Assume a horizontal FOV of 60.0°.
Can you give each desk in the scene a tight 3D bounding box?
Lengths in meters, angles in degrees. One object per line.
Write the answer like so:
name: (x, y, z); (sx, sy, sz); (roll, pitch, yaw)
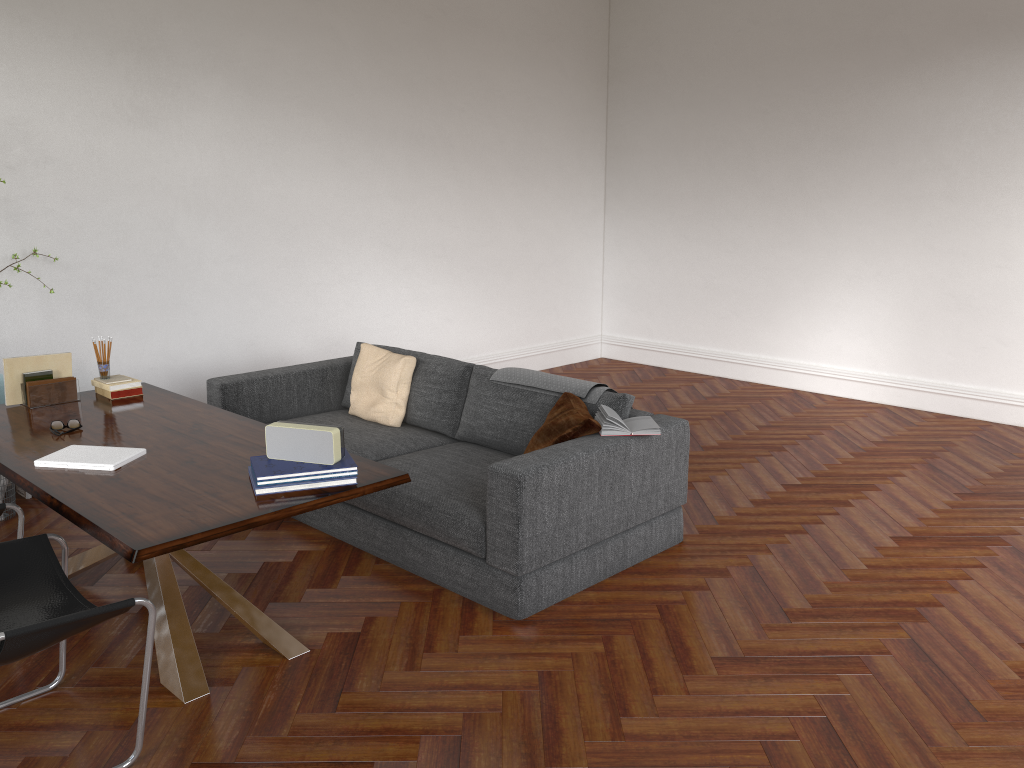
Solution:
desk: (-1.521, 0.600, 3.726); (2.221, 0.755, 1.027); (12, 17, 43)

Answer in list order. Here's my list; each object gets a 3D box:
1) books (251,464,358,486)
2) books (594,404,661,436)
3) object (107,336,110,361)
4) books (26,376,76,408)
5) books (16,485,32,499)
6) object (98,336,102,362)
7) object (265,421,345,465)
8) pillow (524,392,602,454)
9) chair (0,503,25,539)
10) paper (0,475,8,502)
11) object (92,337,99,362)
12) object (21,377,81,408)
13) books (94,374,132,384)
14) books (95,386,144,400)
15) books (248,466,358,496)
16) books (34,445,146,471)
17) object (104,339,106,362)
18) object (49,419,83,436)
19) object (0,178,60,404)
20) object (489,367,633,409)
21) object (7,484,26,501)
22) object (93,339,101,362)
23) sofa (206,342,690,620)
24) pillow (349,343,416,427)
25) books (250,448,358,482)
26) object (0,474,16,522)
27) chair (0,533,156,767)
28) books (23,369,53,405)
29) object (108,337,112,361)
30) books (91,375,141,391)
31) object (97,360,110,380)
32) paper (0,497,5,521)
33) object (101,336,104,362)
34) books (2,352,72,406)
books: (-0.747, 0.301, 3.176); (0.344, 0.017, 0.249); (-5, 13, -20)
books: (0.542, 0.167, 4.189); (0.278, 0.096, 0.223); (-1, 13, -4)
object: (-2.027, -0.143, 4.447); (0.036, 0.196, 0.008); (-9, 16, -32)
books: (-2.199, 0.038, 4.241); (0.028, 0.125, 0.220); (13, 18, 43)
books: (-2.872, 0.532, 5.210); (0.187, 0.259, 0.054); (13, 18, 43)
object: (-2.061, -0.142, 4.442); (0.008, 0.196, 0.038); (-5, 14, -19)
object: (-0.743, 0.209, 3.187); (0.275, 0.126, 0.081); (4, 14, 17)
pillow: (0.232, 0.279, 4.308); (0.330, 0.398, 0.467); (-2, 13, -8)
chair: (-2.447, 0.587, 3.510); (0.751, 0.877, 0.744); (12, 18, 43)
paper: (-2.767, 0.416, 4.883); (0.047, 0.612, 0.329); (6, 15, 24)
object: (-2.067, -0.137, 4.417); (0.032, 0.196, 0.008); (0, 14, -2)
object: (-2.237, 0.006, 4.277); (0.149, 0.167, 0.228); (12, 18, 43)
books: (-2.006, -0.024, 4.457); (0.128, 0.008, 0.159); (-12, 17, -43)
books: (-1.980, 0.029, 4.467); (0.159, 0.040, 0.215); (-12, 17, -42)
books: (-0.750, 0.325, 3.167); (0.347, 0.027, 0.263); (-5, 13, -20)
books: (-1.605, 0.280, 3.386); (0.325, 0.026, 0.230); (2, 13, 9)
object: (-2.022, -0.132, 4.406); (0.008, 0.194, 0.049); (-12, 18, -40)
object: (-1.916, 0.182, 3.763); (0.114, 0.047, 0.132); (2, 13, 7)
object: (-2.970, -0.665, 5.046); (0.353, 2.068, 0.804); (6, 15, 25)
object: (0.282, 0.123, 4.818); (0.750, 0.389, 0.399); (12, 18, 43)
object: (-3.037, 0.529, 5.156); (0.340, 0.318, 0.434); (12, 18, 43)
object: (-2.048, -0.130, 4.398); (0.008, 0.194, 0.049); (3, 14, 13)
sofa: (-0.487, 0.341, 4.944); (2.638, 0.833, 1.259); (12, 17, 43)
pillow: (-0.811, 0.005, 5.419); (0.485, 0.462, 0.225); (12, 18, 43)
books: (-0.747, 0.284, 3.172); (0.344, 0.017, 0.249); (-5, 13, -20)
object: (-2.847, 0.605, 4.847); (0.261, 0.306, 0.259); (2, 13, 9)
chair: (-1.606, 0.764, 2.712); (0.751, 0.877, 0.744); (12, 18, 43)
books: (-2.262, 0.015, 4.238); (0.040, 0.158, 0.128); (13, 18, 43)
object: (-2.017, -0.139, 4.438); (0.049, 0.194, 0.008); (-5, 15, -21)
books: (-1.990, -0.005, 4.461); (0.207, 0.029, 0.163); (11, 17, 41)
object: (-2.042, -0.071, 4.441); (0.058, 0.091, 0.058); (8, 15, 30)
paper: (-2.786, 0.518, 4.768); (0.033, 0.481, 0.073); (-2, 14, -9)
object: (-2.052, -0.142, 4.449); (0.008, 0.195, 0.044); (-4, 14, -15)
books: (-2.279, -0.027, 4.272); (0.043, 0.240, 0.309); (13, 18, 43)
